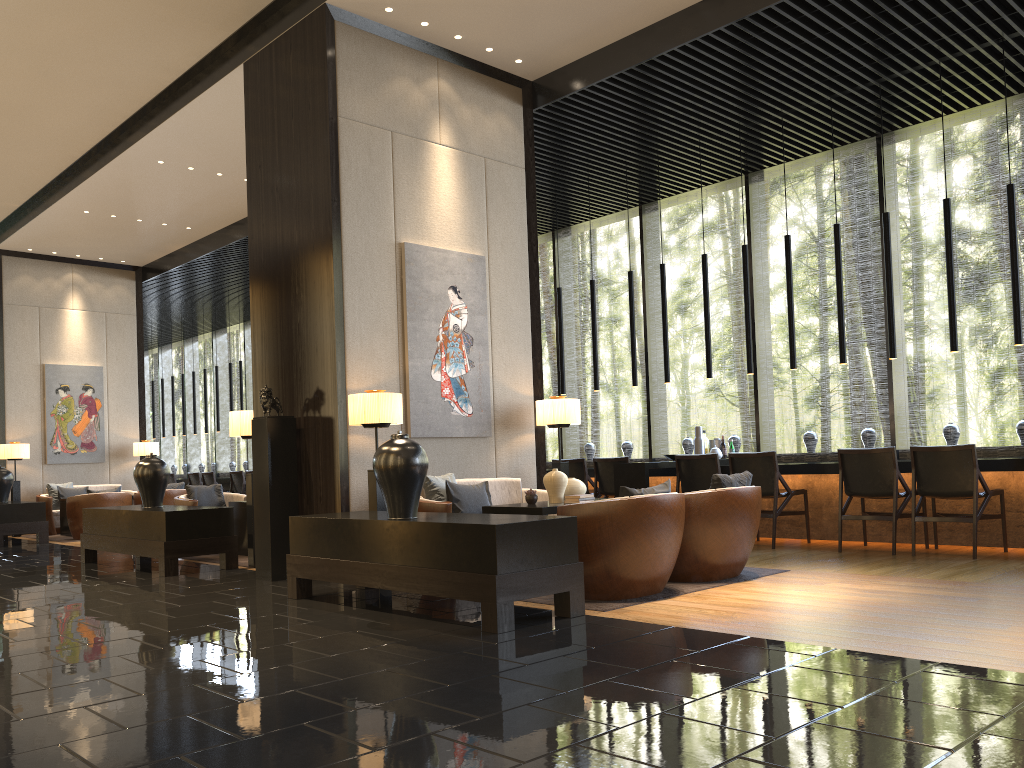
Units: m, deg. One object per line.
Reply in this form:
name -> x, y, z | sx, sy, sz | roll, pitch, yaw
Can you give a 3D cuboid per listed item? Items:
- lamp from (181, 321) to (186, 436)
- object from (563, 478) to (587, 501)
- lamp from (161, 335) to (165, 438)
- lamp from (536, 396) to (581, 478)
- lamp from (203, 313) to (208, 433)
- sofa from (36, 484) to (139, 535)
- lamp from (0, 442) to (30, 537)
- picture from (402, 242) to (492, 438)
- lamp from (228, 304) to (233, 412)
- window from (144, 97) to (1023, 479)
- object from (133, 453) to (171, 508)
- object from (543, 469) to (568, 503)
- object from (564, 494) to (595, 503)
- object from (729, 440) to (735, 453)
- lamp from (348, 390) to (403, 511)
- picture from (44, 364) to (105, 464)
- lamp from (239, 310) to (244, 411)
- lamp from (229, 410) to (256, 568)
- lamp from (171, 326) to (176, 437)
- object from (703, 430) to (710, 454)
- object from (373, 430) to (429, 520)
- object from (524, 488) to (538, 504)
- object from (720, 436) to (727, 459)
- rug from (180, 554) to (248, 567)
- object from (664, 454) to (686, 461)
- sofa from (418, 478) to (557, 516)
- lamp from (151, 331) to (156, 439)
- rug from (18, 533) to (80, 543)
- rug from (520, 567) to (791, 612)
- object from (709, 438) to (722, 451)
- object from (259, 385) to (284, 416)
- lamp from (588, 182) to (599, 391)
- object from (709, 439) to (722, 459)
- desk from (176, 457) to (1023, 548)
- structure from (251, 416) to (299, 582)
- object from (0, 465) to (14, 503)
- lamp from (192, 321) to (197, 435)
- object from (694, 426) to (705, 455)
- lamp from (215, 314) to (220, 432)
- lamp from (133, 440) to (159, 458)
lamp -> -6.721, -0.151, 18.078 | 0.060, 2.416, 0.060 | -2, -2, 11
object -> 0.406, 0.751, 6.282 | 0.245, 0.167, 0.246 | 1, -5, -41
lamp -> -7.434, -0.060, 18.825 | 0.060, 2.416, 0.060 | -2, -2, 11
lamp -> 0.411, 0.781, 7.480 | 0.375, 1.348, 0.376 | -2, -2, -14
lamp -> -6.014, -0.242, 17.336 | 0.060, 2.416, 0.060 | -2, -2, 11
sofa -> -6.305, 1.852, 13.188 | 1.449, 0.692, 0.604 | 2, -5, -44
lamp -> -7.091, 1.504, 12.648 | 0.374, 1.348, 0.376 | -1, -2, -25
picture -> -0.508, -0.326, 7.065 | 0.834, 1.499, 0.037 | 0, -3, -44
lamp -> -5.263, -0.338, 16.549 | 0.060, 2.416, 0.060 | -2, -2, 11
window -> -5.153, -0.249, 9.879 | 12.059, 4.218, 31.960 | 2, -7, -43
object -> -3.243, 0.865, 7.978 | 0.312, 0.492, 0.312 | -3, -3, 28
object -> 0.302, 0.703, 6.106 | 0.171, 0.235, 0.171 | -2, -3, -9
object -> 0.462, 0.785, 6.061 | 0.138, 0.051, 0.174 | -6, -6, 42
object -> 2.290, 0.678, 9.221 | 0.056, 0.197, 0.056 | 0, -2, -42
lamp -> -0.936, 0.720, 6.194 | 0.375, 1.345, 0.375 | -2, -2, 7
picture -> -6.673, 0.461, 13.530 | 0.834, 1.499, 0.037 | 0, -3, -44
lamp -> -4.981, -0.374, 16.253 | 0.060, 2.416, 0.060 | -2, -2, 11
lamp -> -2.182, 0.893, 7.501 | 0.375, 1.316, 0.375 | -2, -2, 0
lamp -> -7.072, -0.107, 18.446 | 0.060, 2.416, 0.060 | -2, -2, 11
object -> 2.002, 0.635, 9.230 | 0.129, 0.305, 0.129 | -3, -2, 32
object -> -0.620, 0.506, 4.952 | 0.311, 0.492, 0.312 | -1, -3, -25
object -> 0.133, 0.767, 6.065 | 0.091, 0.112, 0.092 | -3, -3, 9
object -> 2.193, 0.658, 9.185 | 0.067, 0.237, 0.067 | -4, -2, 40
rug -> -2.140, 1.668, 8.884 | 2.042, 0.008, 2.247 | 3, -7, -44
object -> 1.613, 0.732, 8.766 | 0.227, 0.067, 0.228 | 2, -6, -41
sofa -> -0.188, 1.070, 6.773 | 1.449, 0.692, 0.604 | 2, -5, -44
lamp -> -7.788, -0.015, 19.197 | 0.060, 2.416, 0.060 | -2, -2, 11
rug -> -5.686, 2.121, 12.603 | 1.959, 0.008, 2.247 | 3, -7, -44
rug -> 0.428, 1.340, 6.191 | 1.959, 0.008, 2.247 | 3, -7, -44
object -> 2.160, 0.679, 9.306 | 0.169, 0.219, 0.169 | -5, -4, 42
object -> -1.811, 0.129, 6.639 | 0.176, 0.245, 0.116 | 1, -3, -44
lamp -> 0.916, -1.127, 10.069 | 0.060, 2.416, 0.060 | -3, -2, 41
object -> 2.083, 0.662, 9.073 | 0.136, 0.217, 0.136 | -4, -3, 33
desk -> -1.639, 1.579, 12.413 | 1.781, 0.758, 28.801 | 2, -7, -43
structure -> -1.768, 0.853, 6.629 | 0.240, 1.215, 0.240 | 0, -2, -44
object -> -6.705, 1.307, 11.608 | 0.311, 0.492, 0.312 | -1, -3, -25
lamp -> -6.368, -0.197, 17.708 | 0.060, 2.416, 0.060 | -2, -2, 11
object -> 1.924, 0.607, 9.096 | 0.113, 0.344, 0.113 | -4, -3, 42
lamp -> -5.658, -0.287, 16.963 | 0.060, 2.416, 0.060 | -2, -2, 11
lamp -> -5.743, 1.567, 13.934 | 0.374, 1.348, 0.376 | -1, -2, -25
